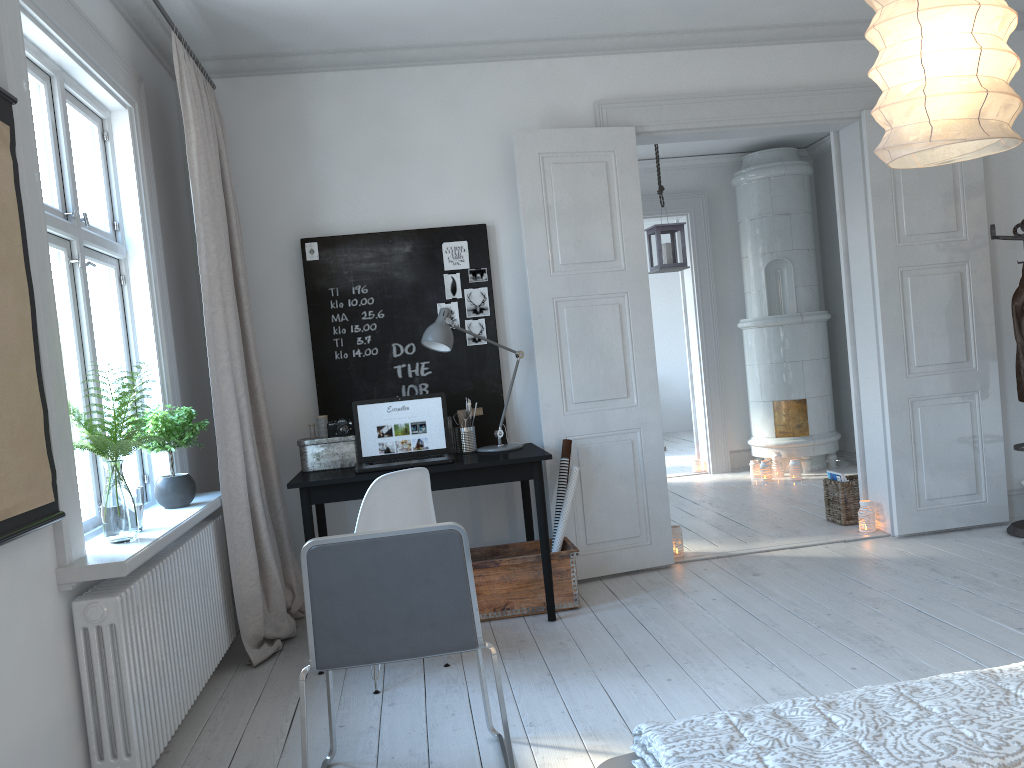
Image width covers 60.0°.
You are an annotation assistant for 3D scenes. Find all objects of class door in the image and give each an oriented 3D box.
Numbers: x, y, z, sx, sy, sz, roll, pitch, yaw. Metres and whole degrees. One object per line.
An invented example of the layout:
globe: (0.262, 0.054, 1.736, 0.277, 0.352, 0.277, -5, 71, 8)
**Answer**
door: (1.001, -0.374, 7.947, 2.598, 2.507, 0.577, -6, 3, -7)
door: (1.359, -0.326, 4.955, 2.598, 2.507, 0.577, -6, 3, -7)

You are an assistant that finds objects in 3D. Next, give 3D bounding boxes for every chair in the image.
chair: (-0.540, 0.743, 3.552, 0.474, 0.825, 0.554, -8, 3, -42)
chair: (-0.318, 0.763, 2.522, 0.562, 0.798, 0.524, -6, 2, -7)

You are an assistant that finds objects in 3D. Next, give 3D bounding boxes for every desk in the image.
desk: (-0.396, 0.744, 4.213, 1.159, 0.759, 0.650, -6, 2, -7)

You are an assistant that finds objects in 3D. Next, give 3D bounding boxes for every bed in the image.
bed: (1.013, 0.559, 0.579, 1.888, 1.047, 2.175, -6, 2, -7)

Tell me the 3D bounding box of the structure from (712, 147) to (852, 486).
structure: (2.226, -0.563, 7.540, 0.801, 2.830, 1.246, -4, 3, 38)

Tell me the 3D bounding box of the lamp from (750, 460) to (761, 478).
lamp: (2.054, 0.717, 7.490, 0.084, 0.146, 0.084, -6, 2, -2)

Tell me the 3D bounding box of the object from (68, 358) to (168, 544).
object: (-1.255, 0.212, 2.736, 0.414, 0.565, 0.304, -4, 3, 27)

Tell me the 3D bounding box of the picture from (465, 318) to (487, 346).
picture: (-0.187, -0.272, 4.601, 0.103, 0.136, 0.001, -6, 3, -7)

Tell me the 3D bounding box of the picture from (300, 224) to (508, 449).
picture: (-0.548, -0.202, 4.591, 0.952, 1.173, 0.064, -6, 3, -7)

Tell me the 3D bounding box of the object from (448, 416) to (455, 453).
object: (-0.332, 0.261, 4.467, 0.079, 0.188, 0.079, -7, 3, -28)

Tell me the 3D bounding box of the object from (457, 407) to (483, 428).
object: (-0.198, 0.229, 4.464, 0.138, 0.209, 0.034, -7, 3, -27)

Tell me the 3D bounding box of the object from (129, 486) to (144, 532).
object: (-1.262, 0.417, 2.928, 0.097, 0.146, 0.097, -6, 2, -1)

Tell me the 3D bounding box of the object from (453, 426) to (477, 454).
object: (-0.232, 0.278, 4.407, 0.108, 0.128, 0.108, -5, 2, 8)

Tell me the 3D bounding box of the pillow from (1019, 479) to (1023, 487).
pillow: (3.049, 0.606, 4.920, 0.317, 0.314, 0.272, -6, 2, -6)

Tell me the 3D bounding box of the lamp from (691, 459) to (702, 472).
lamp: (1.684, 0.747, 8.080, 0.093, 0.110, 0.093, -5, 2, 10)

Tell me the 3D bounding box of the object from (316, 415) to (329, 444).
object: (-0.916, 0.221, 4.283, 0.056, 0.130, 0.167, -6, 2, -8)

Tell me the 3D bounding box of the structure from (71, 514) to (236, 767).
structure: (-1.244, 0.857, 3.159, 0.195, 0.547, 1.505, -6, 2, -7)

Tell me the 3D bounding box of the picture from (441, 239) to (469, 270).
picture: (-0.288, -0.668, 4.575, 0.147, 0.154, 0.004, -6, 3, -7)

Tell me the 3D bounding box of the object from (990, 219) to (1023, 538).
object: (2.770, -0.035, 4.688, 0.374, 1.660, 0.374, -6, 3, 1)

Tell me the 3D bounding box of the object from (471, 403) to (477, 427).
object: (-0.198, 0.216, 4.409, 0.084, 0.240, 0.009, -7, 3, -30)

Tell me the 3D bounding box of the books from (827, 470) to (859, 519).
books: (2.088, 0.679, 5.468, 0.201, 0.300, 0.179, -6, 2, -7)

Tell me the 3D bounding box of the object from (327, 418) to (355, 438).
object: (-0.815, 0.207, 4.227, 0.137, 0.087, 0.073, -6, 2, -7)

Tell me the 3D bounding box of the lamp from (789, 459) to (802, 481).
lamp: (2.290, 0.693, 7.170, 0.089, 0.166, 0.089, -6, 2, -8)

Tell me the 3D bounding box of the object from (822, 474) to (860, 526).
object: (2.104, 0.711, 5.470, 0.270, 0.265, 0.223, -6, 2, -7)

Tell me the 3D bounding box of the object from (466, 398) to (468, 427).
object: (-0.220, 0.202, 4.421, 0.008, 0.268, 0.060, -5, 3, 10)

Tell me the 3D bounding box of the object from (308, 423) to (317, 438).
object: (-0.978, 0.229, 4.342, 0.039, 0.069, 0.040, -6, 2, -19)

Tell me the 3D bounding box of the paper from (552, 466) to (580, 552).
paper: (0.236, 0.725, 4.319, 0.283, 0.627, 0.041, -7, 3, -28)

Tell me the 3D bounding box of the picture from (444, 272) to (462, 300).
picture: (-0.305, -0.506, 4.580, 0.083, 0.146, 0.002, -6, 3, -7)

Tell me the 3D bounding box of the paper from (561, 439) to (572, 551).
paper: (0.241, 0.661, 4.447, 0.048, 0.747, 0.297, -4, 3, 38)

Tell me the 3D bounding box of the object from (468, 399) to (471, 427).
object: (-0.215, 0.204, 4.422, 0.012, 0.264, 0.062, -4, 3, 36)

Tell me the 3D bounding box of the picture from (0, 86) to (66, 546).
picture: (-1.243, -0.279, 1.982, 0.057, 1.314, 0.792, -6, 2, -7)

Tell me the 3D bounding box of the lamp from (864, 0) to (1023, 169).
lamp: (1.021, -1.175, 2.167, 0.339, 1.232, 0.340, -4, 3, 25)

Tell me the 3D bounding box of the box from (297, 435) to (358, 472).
box: (-0.874, 0.330, 4.316, 0.317, 0.152, 0.193, -6, 2, -7)

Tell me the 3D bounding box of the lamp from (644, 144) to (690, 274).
lamp: (1.021, -1.674, 6.222, 0.228, 1.763, 0.228, -6, 3, -10)

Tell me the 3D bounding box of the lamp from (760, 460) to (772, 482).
lamp: (2.079, 0.712, 7.260, 0.089, 0.166, 0.089, -6, 2, -5)

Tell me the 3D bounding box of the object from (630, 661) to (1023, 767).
object: (0.918, 0.507, 1.415, 1.460, 0.104, 0.404, -6, 2, -7)

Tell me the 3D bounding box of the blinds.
blinds: (-1.208, -0.122, 4.023, 0.225, 2.649, 0.830, -6, 3, -7)

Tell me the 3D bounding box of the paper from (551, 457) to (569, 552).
paper: (0.227, 0.707, 4.377, 0.043, 0.669, 0.266, -4, 3, 38)

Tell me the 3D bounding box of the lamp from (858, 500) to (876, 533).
lamp: (2.038, 0.761, 5.097, 0.092, 0.180, 0.093, -7, 3, -24)

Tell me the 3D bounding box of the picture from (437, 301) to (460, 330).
picture: (-0.328, -0.350, 4.581, 0.107, 0.150, 0.001, -6, 3, -7)

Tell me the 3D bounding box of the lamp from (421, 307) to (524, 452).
lamp: (-0.167, -0.021, 4.337, 0.616, 0.716, 0.230, -7, 3, -36)

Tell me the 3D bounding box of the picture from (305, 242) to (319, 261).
picture: (-1.013, -0.671, 4.490, 0.061, 0.088, 0.004, -6, 3, -10)

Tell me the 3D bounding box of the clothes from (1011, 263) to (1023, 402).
clothes: (2.737, -0.271, 4.606, 0.237, 0.771, 0.211, -4, 3, 27)

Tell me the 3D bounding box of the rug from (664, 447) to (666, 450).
rug: (0.834, 0.800, 10.601, 1.710, 0.055, 1.455, -6, 2, -6)

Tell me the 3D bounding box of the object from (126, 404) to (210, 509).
object: (-1.338, 0.279, 3.454, 0.272, 0.407, 0.309, -3, 3, 43)

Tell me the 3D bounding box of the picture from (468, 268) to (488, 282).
picture: (-0.176, -0.565, 4.593, 0.095, 0.071, 0.001, -6, 3, -7)

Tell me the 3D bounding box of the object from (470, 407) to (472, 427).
object: (-0.209, 0.226, 4.413, 0.009, 0.222, 0.082, -5, 3, 23)

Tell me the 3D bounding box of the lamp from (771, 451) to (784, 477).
lamp: (2.217, 0.672, 7.409, 0.098, 0.210, 0.098, -6, 2, -2)

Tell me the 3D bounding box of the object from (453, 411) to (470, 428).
object: (-0.248, 0.238, 4.415, 0.081, 0.198, 0.050, -5, 3, 18)

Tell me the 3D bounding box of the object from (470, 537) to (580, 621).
object: (-0.020, 0.944, 4.265, 0.664, 0.282, 0.339, -6, 2, -7)

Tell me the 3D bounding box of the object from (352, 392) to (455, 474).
object: (-0.509, 0.220, 4.096, 0.445, 0.315, 0.325, -6, 2, -7)

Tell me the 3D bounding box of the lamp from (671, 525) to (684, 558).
lamp: (0.911, 0.880, 4.955, 0.089, 0.166, 0.089, -6, 2, -14)

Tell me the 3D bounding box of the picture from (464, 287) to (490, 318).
picture: (-0.181, -0.426, 4.596, 0.121, 0.153, 0.002, -6, 3, -7)
